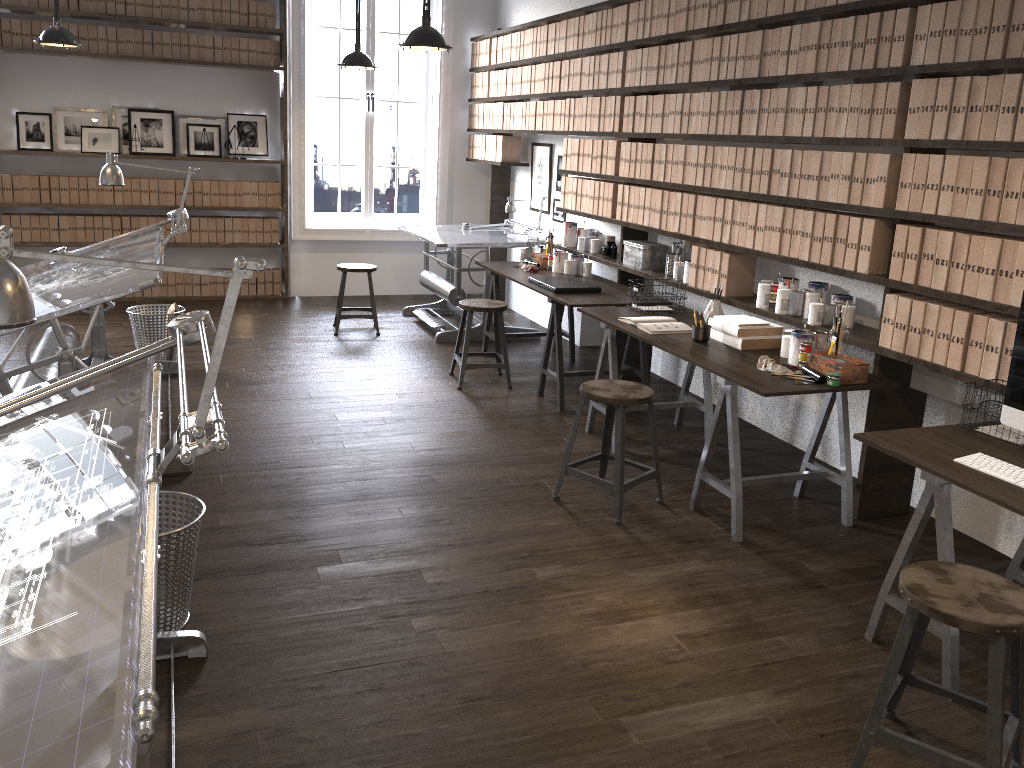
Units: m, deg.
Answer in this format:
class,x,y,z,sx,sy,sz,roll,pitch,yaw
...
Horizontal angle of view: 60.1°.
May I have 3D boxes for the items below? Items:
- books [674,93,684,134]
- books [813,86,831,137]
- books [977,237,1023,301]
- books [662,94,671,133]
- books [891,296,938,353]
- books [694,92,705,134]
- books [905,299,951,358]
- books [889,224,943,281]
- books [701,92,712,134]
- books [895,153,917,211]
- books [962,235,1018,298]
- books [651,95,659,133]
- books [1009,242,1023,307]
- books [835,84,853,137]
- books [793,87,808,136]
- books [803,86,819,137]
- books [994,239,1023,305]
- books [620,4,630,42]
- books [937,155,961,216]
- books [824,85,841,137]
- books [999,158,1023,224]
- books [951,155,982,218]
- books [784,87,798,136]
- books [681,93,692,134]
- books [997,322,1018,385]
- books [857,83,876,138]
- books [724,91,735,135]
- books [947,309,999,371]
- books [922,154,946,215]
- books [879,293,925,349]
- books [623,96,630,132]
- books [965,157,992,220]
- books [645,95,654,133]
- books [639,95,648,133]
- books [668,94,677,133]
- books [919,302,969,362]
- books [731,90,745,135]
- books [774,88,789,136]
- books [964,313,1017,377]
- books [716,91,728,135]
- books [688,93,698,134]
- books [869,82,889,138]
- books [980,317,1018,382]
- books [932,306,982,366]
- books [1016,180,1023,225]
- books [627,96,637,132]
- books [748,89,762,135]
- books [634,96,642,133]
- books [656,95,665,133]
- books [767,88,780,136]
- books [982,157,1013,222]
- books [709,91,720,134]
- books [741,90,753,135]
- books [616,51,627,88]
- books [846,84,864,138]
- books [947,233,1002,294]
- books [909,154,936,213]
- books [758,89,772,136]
class,x,y,z,sx,sy,sz,roll,pitch,yaw
books,1.012,-1.515,4.990,0.174,0.223,0.067,-3,14,-21
books,1.436,-1.196,3.915,0.174,0.223,0.067,-3,14,-21
books,1.754,-0.404,3.138,0.174,0.223,0.067,-3,14,-21
books,0.968,-1.551,5.114,0.174,0.223,0.067,-3,14,-21
books,1.614,-0.233,3.522,0.174,0.223,0.067,-3,14,-21
books,1.089,-1.458,4.800,0.174,0.223,0.067,-3,14,-21
books,1.640,-0.214,3.456,0.174,0.223,0.067,-3,14,-21
books,1.608,-0.520,3.530,0.174,0.223,0.067,-3,14,-21
books,1.111,-1.439,4.733,0.174,0.223,0.067,-3,14,-21
books,1.616,-0.790,3.486,0.174,0.223,0.067,-3,14,-21
books,1.736,-0.423,3.201,0.174,0.223,0.067,-3,14,-21
books,0.921,-1.588,5.236,0.174,0.223,0.067,-3,14,-21
books,1.803,-0.369,3.021,0.174,0.223,0.067,-3,14,-21
books,1.484,-1.158,3.787,0.174,0.223,0.067,-3,14,-21
books,1.384,-1.234,4.044,0.174,0.223,0.067,-3,14,-21
books,1.408,-1.214,3.977,0.174,0.223,0.067,-3,14,-21
books,1.782,-0.387,3.079,0.174,0.223,0.067,-3,14,-21
books,0.776,-2.246,5.541,0.174,0.223,0.067,-3,14,-21
books,1.687,-0.732,3.291,0.174,0.223,0.067,-3,14,-21
books,1.463,-1.177,3.852,0.174,0.223,0.067,-3,14,-21
books,1.785,-0.660,3.049,0.174,0.223,0.067,-3,14,-21
books,1.711,-0.715,3.235,0.174,0.223,0.067,-3,14,-21
books,1.363,-1.251,4.101,0.174,0.223,0.067,-3,14,-21
books,1.041,-1.496,4.927,0.174,0.223,0.067,-3,14,-21
books,1.794,-0.101,3.077,0.174,0.223,0.067,-3,14,-21
books,1.530,-1.120,3.660,0.174,0.223,0.067,-3,14,-21
books,1.189,-1.385,4.553,0.174,0.223,0.067,-3,14,-21
books,1.713,-0.159,3.272,0.174,0.223,0.067,-3,14,-21
books,1.660,-0.752,3.357,0.174,0.223,0.067,-3,14,-21
books,1.592,-0.253,3.589,0.174,0.223,0.067,-3,14,-21
books,0.794,-1.685,5.565,0.174,0.223,0.067,-3,14,-21
books,1.730,-0.697,3.173,0.174,0.223,0.067,-3,14,-21
books,0.896,-1.607,5.301,0.174,0.223,0.067,-3,14,-21
books,0.867,-1.626,5.363,0.174,0.223,0.067,-3,14,-21
books,0.989,-1.534,5.056,0.174,0.223,0.067,-3,14,-21
books,1.666,-0.197,3.400,0.174,0.223,0.067,-3,14,-21
books,1.210,-1.365,4.483,0.174,0.223,0.067,-3,14,-21
books,1.335,-1.269,4.160,0.174,0.223,0.067,-3,14,-21
books,1.745,-0.139,3.206,0.174,0.223,0.067,-3,14,-21
books,1.163,-1.402,4.611,0.174,0.223,0.067,-3,14,-21
books,1.068,-1.477,4.865,0.174,0.223,0.067,-3,14,-21
books,1.556,-1.104,3.604,0.174,0.223,0.067,-3,14,-21
books,1.765,-0.120,3.140,0.174,0.223,0.067,-3,14,-21
books,1.692,-0.179,3.341,0.174,0.223,0.067,-3,14,-21
books,1.806,-0.641,2.983,0.174,0.223,0.067,-3,14,-21
books,0.815,-1.665,5.496,0.174,0.223,0.067,-3,14,-21
books,1.262,-1.325,4.351,0.174,0.223,0.067,-3,14,-21
books,0.846,-1.645,5.430,0.174,0.223,0.067,-3,14,-21
books,0.940,-1.569,5.173,0.174,0.223,0.067,-3,14,-21
books,1.317,-1.287,4.224,0.174,0.223,0.067,-3,14,-21
books,1.760,-0.679,3.113,0.174,0.223,0.067,-3,14,-21
books,1.137,-1.419,4.667,0.174,0.223,0.067,-3,14,-21
books,1.242,-1.345,4.417,0.174,0.223,0.067,-3,14,-21
books,0.761,-1.981,5.609,0.174,0.223,0.067,-3,14,-21
books,1.506,-1.138,3.720,0.174,0.223,0.067,-3,14,-21
books,1.710,-0.442,3.266,0.174,0.223,0.067,-3,14,-21
books,1.639,-0.771,3.422,0.174,0.223,0.067,-3,14,-21
books,1.291,-1.306,4.288,0.174,0.223,0.067,-3,14,-21
